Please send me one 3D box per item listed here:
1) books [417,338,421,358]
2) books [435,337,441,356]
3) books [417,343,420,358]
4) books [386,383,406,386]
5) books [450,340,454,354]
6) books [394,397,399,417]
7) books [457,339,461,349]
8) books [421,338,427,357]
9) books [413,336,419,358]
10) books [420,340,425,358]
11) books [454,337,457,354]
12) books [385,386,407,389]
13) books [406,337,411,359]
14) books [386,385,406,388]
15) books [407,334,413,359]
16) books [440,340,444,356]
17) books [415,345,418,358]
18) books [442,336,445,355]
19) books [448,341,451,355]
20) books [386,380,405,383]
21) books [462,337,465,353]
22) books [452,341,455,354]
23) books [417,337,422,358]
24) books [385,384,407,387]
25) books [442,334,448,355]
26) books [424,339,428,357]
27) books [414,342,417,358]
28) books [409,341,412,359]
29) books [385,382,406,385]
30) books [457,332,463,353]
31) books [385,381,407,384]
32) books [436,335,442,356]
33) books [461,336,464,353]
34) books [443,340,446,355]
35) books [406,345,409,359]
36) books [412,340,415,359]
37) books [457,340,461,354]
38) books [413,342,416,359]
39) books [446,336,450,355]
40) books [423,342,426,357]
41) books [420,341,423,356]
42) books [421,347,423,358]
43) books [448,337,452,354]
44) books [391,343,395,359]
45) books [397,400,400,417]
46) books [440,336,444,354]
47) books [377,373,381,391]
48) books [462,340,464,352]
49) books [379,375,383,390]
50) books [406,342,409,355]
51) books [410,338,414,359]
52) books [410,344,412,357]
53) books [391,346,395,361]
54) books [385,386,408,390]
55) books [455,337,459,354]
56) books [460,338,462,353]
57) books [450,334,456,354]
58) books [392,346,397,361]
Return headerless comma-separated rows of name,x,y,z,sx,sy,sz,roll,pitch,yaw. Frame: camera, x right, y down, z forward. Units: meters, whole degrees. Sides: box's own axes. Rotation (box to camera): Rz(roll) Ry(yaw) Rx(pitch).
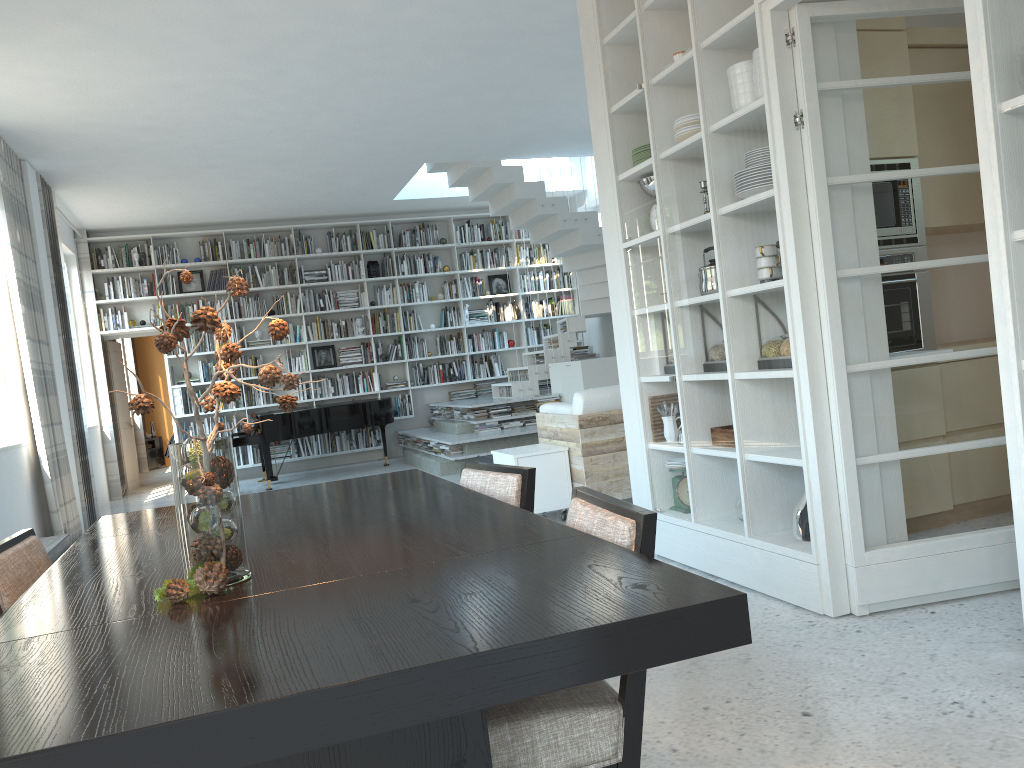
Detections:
books,-1.263,-0.478,11.935,0.012,0.267,0.183,-7,2,-18
books,-1.005,-0.504,12.031,0.019,0.252,0.130,-7,2,-18
books,-1.275,-0.445,11.943,0.013,0.203,0.167,-7,2,-18
books,-1.548,0.008,11.796,0.254,0.012,0.161,-7,1,-13
books,-0.831,-0.496,12.076,0.015,0.195,0.175,-7,2,-18
books,-1.530,0.304,11.759,0.005,0.264,0.162,-7,2,-18
books,-0.732,-0.515,12.121,0.016,0.205,0.141,-7,2,-18
books,-1.190,-0.484,11.967,0.014,0.261,0.142,-7,2,-18
books,-1.294,-0.489,11.919,0.014,0.297,0.175,-7,2,-18
books,-1.215,-0.470,11.957,0.015,0.238,0.176,-7,2,-18
books,-0.794,-0.519,12.086,0.018,0.229,0.181,-7,2,-18
books,-1.544,0.044,11.798,0.285,0.012,0.159,-7,1,-13
books,-1.394,-0.476,11.898,0.018,0.295,0.177,-7,2,-18
books,-1.545,0.032,11.794,0.254,0.012,0.161,-7,1,-12
books,-1.372,-0.502,11.921,0.007,0.342,0.149,-7,2,-18
books,-0.967,-0.490,12.028,0.015,0.216,0.177,-7,2,-18
books,-1.300,-0.432,11.919,0.013,0.186,0.184,-7,2,-18
books,-0.948,-0.514,12.048,0.008,0.259,0.158,-7,2,-18
books,-0.866,-0.485,12.053,0.018,0.182,0.182,-7,2,-18
books,-1.550,-0.028,11.786,0.254,0.012,0.161,-7,1,-9
books,-0.680,-0.531,12.144,0.009,0.224,0.146,-7,2,-18
books,-0.814,-0.493,12.077,0.019,0.183,0.190,-7,2,-18
books,-1.250,-0.489,11.956,0.006,0.285,0.159,-7,2,-18
books,-1.546,0.020,11.792,0.285,0.012,0.159,-7,2,-15
books,-0.910,-0.532,12.067,0.007,0.285,0.159,-7,2,-18
books,-1.177,-0.481,11.972,0.013,0.251,0.172,-7,2,-18
books,-1.316,-0.447,11.919,0.013,0.218,0.160,-7,2,-18
books,-1.382,-0.470,11.900,0.006,0.281,0.155,-7,2,-18
books,-1.547,-0.004,11.785,0.254,0.012,0.161,-7,2,-18
books,-0.708,-0.563,12.111,0.007,0.295,0.162,-7,2,-18
books,-1.551,-0.016,11.793,0.285,0.012,0.159,-7,1,-14
books,-0.995,-0.524,12.048,0.016,0.290,0.131,-7,2,-18
books,-0.701,-0.537,12.142,0.019,0.241,0.134,-7,2,-18
books,-0.933,-0.491,12.074,0.031,0.208,0.122,-7,2,-18
books,-1.416,-0.419,11.896,0.015,0.188,0.168,-7,2,-18
books,-1.340,-0.459,11.909,0.013,0.249,0.165,-7,2,-18
books,-0.736,-0.501,12.090,0.016,0.180,0.189,-7,2,-18
books,-1.324,-0.449,11.903,0.011,0.226,0.188,-7,2,-18
books,-0.888,-0.517,12.047,0.018,0.251,0.184,-7,2,-18
books,-1.199,-0.456,11.959,0.014,0.207,0.180,-7,2,-18
books,-1.228,-0.460,11.963,0.008,0.223,0.133,-7,2,-18
books,-1.235,-0.437,11.959,0.013,0.179,0.140,-7,2,-18
books,-0.862,-0.518,12.086,0.030,0.244,0.135,-7,2,-18
books,-1.604,-0.419,11.833,0.094,0.239,0.149,-7,2,-18
books,-1.522,0.321,11.771,0.012,0.229,0.129,-7,2,-18
books,-0.960,-0.515,12.045,0.015,0.262,0.149,-7,2,-18
books,-1.784,-0.025,11.781,0.027,0.229,0.141,-7,2,-18
books,-0.690,-0.535,12.150,0.007,0.235,0.131,-7,2,-18
books,-1.756,-0.019,11.793,0.030,0.210,0.136,-7,2,-18
books,-1.409,-0.446,11.908,0.011,0.239,0.136,-7,2,-18
books,-1.349,-0.475,11.903,0.005,0.284,0.159,-7,2,-18
books,-1.371,-0.433,11.912,0.013,0.204,0.154,-7,2,-18
books,-1.601,-0.407,11.844,0.090,0.215,0.139,-7,2,-18
books,-1.542,0.056,11.793,0.285,0.012,0.159,-7,2,-15
books,-0.765,-0.524,12.109,0.021,0.232,0.155,-7,2,-18
books,-0.715,-0.516,12.117,0.013,0.204,0.158,-7,2,-18
books,-0.808,-0.539,12.082,0.006,0.274,0.173,-7,2,-18
books,-1.585,-0.403,11.838,0.091,0.205,0.169,-7,2,-18
